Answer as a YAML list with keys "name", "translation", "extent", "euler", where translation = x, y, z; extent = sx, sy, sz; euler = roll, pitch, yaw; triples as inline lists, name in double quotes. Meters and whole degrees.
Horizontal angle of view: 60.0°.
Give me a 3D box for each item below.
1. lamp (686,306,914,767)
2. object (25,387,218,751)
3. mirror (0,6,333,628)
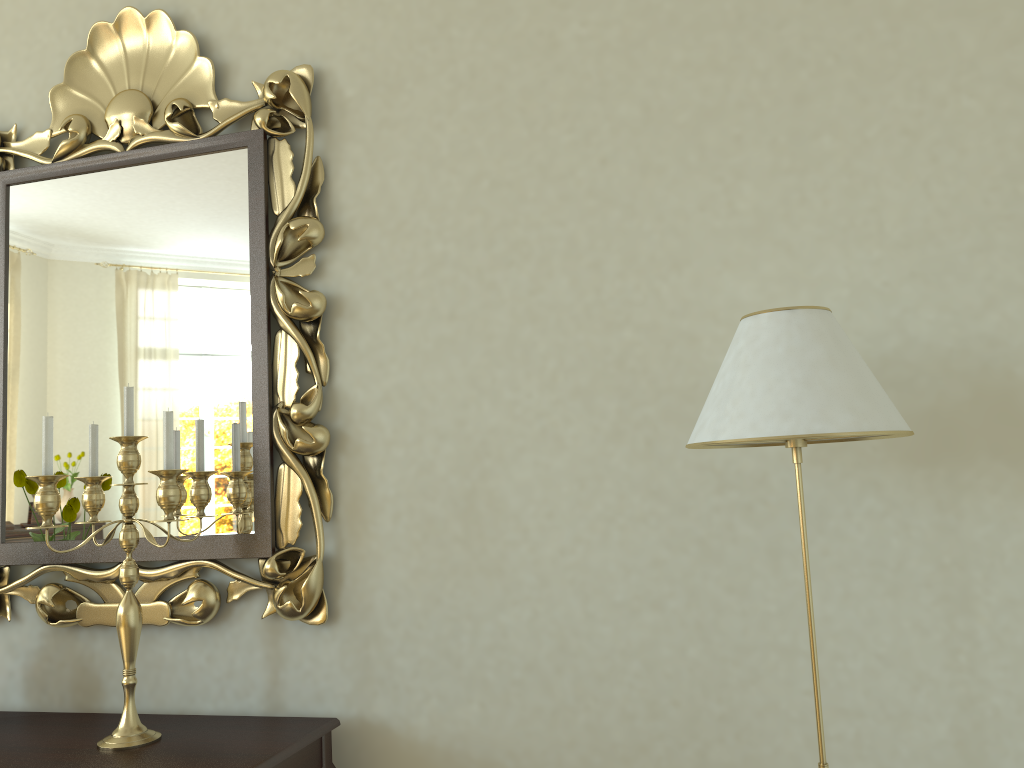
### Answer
- name: "lamp"
  translation: [0.526, 0.646, 1.497]
  extent: [0.381, 1.552, 0.381]
  euler: [-4, -7, 14]
- name: "object"
  translation: [-0.827, 0.381, 1.916]
  extent: [0.320, 0.757, 0.320]
  euler: [-2, -6, -5]
- name: "mirror"
  translation: [-0.986, -0.200, 2.271]
  extent: [1.117, 1.612, 0.082]
  euler: [-4, -7, 14]
